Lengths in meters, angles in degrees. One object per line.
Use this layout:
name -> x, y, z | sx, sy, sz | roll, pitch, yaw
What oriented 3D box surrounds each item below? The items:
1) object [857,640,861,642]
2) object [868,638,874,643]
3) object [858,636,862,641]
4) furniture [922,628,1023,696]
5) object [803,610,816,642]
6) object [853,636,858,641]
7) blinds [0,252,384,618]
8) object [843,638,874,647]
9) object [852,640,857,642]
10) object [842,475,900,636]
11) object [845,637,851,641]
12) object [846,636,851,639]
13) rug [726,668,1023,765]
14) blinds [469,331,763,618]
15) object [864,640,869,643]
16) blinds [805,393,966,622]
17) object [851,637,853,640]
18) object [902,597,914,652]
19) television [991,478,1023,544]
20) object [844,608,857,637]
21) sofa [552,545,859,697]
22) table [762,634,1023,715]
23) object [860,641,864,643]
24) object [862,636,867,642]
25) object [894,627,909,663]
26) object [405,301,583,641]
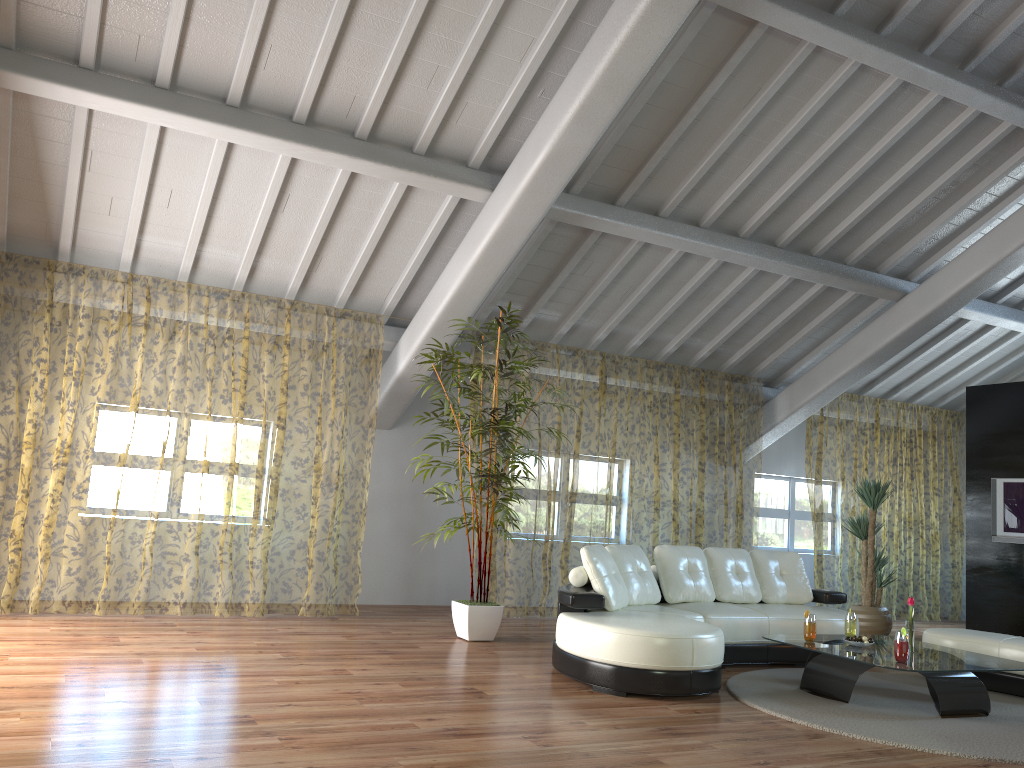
object -> 2.139, 1.596, 5.469 | 0.032, 0.030, 0.031 | 3, -8, 9
object -> 2.195, 1.571, 5.424 | 0.030, 0.033, 0.030 | -3, -11, 42
object -> 2.156, 1.575, 5.488 | 0.031, 0.031, 0.030 | 7, -8, -24
furniture -> 3.379, 1.900, 5.996 | 0.596, 0.367, 1.134 | 11, -11, -43
object -> 1.849, 1.502, 5.511 | 0.081, 0.192, 0.075 | 3, -8, 8
object -> 2.109, 1.563, 5.448 | 0.030, 0.034, 0.030 | -4, -11, 44
blinds -> -2.725, 0.457, 6.737 | 3.505, 2.546, 0.306 | 8, -9, -26
object -> 2.136, 1.597, 5.463 | 0.178, 0.031, 0.178 | 9, -9, -34
object -> 2.094, 1.582, 5.429 | 0.032, 0.031, 0.031 | -2, -10, 40
object -> 3.554, 1.702, 8.832 | 0.564, 1.586, 0.588 | 3, -8, 6
object -> 2.078, 1.581, 5.482 | 0.032, 0.031, 0.031 | 4, -8, 2
object -> 2.091, 1.585, 5.510 | 0.030, 0.031, 0.032 | 7, -8, -18
rug -> 2.443, 1.901, 5.204 | 2.307, 0.020, 2.313 | -1, -9, 33
blinds -> 1.086, 0.992, 8.671 | 3.505, 2.546, 0.306 | 8, -9, -26
object -> 2.167, 1.583, 5.417 | 0.032, 0.032, 0.030 | 7, -8, -24
blinds -> 4.420, 1.460, 10.365 | 2.780, 2.546, 0.306 | 8, -9, -26
object -> 2.119, 1.592, 5.520 | 0.031, 0.030, 0.032 | 3, -8, 7
object -> 2.403, 1.456, 5.373 | 0.069, 0.323, 0.060 | -2, -10, 39
television -> 5.182, 1.216, 8.406 | 0.044, 0.639, 1.336 | 8, -9, -27
object -> 2.231, 1.575, 5.847 | 0.081, 0.192, 0.075 | 7, -8, -21
sofa -> 1.357, 1.580, 6.318 | 1.359, 0.805, 3.047 | -3, -10, 42
table -> 2.300, 1.755, 5.350 | 1.201, 0.290, 1.201 | 8, -9, -24
object -> 2.155, 1.594, 5.443 | 0.032, 0.030, 0.032 | 1, -8, 22
object -> 2.169, 1.568, 5.455 | 0.032, 0.032, 0.029 | 0, -9, 27
object -> 2.154, 1.441, 4.906 | 0.075, 0.192, 0.081 | -2, -10, 38
object -> -0.164, 0.672, 6.717 | 1.399, 2.473, 1.177 | 4, -8, -2
